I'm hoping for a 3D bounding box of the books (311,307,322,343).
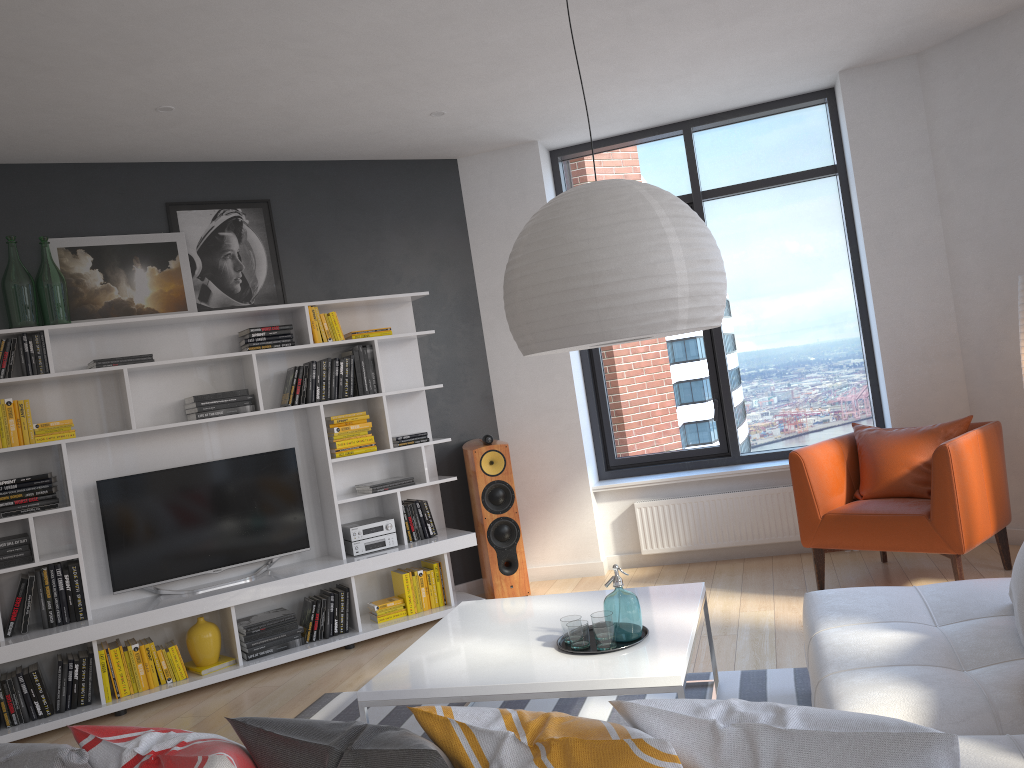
[{"bbox_3d":[-1.219,-0.349,5.414,0.041,0.224,0.163,-9,0,-31],"label":"books"}]

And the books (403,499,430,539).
[{"bbox_3d":[-0.610,0.861,5.669,0.066,0.255,0.193,-9,0,-29],"label":"books"}]

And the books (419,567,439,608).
[{"bbox_3d":[-0.524,1.281,5.599,0.024,0.234,0.172,-9,0,-29],"label":"books"}]

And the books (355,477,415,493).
[{"bbox_3d":[-0.806,0.638,5.610,0.310,0.047,0.250,-9,0,-34],"label":"books"}]

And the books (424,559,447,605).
[{"bbox_3d":[-0.485,1.257,5.639,0.025,0.270,0.213,-9,0,-29],"label":"books"}]

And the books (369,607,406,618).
[{"bbox_3d":[-0.766,1.397,5.453,0.196,0.011,0.148,-9,0,-29],"label":"books"}]

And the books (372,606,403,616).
[{"bbox_3d":[-0.764,1.383,5.433,0.169,0.018,0.113,-9,0,-28],"label":"books"}]

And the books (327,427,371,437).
[{"bbox_3d":[-1.023,0.301,5.543,0.239,0.019,0.171,-9,0,-29],"label":"books"}]

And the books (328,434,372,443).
[{"bbox_3d":[-1.021,0.338,5.544,0.251,0.014,0.189,-9,0,-26],"label":"books"}]

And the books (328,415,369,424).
[{"bbox_3d":[-1.022,0.223,5.545,0.223,0.023,0.163,-9,0,-25],"label":"books"}]

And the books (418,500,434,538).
[{"bbox_3d":[-0.579,0.862,5.677,0.066,0.242,0.177,-9,0,-29],"label":"books"}]

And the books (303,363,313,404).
[{"bbox_3d":[-1.244,0.002,5.375,0.069,0.242,0.172,-9,0,-28],"label":"books"}]

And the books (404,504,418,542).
[{"bbox_3d":[-0.675,0.879,5.636,0.053,0.240,0.189,-9,0,-29],"label":"books"}]

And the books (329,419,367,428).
[{"bbox_3d":[-1.027,0.247,5.545,0.227,0.022,0.160,-9,0,-13],"label":"books"}]

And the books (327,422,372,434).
[{"bbox_3d":[-1.017,0.274,5.546,0.239,0.033,0.176,-9,0,-26],"label":"books"}]

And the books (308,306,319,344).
[{"bbox_3d":[-1.230,-0.350,5.387,0.041,0.229,0.161,-9,0,-30],"label":"books"}]

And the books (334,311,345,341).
[{"bbox_3d":[-1.085,-0.350,5.477,0.044,0.184,0.142,-9,0,-28],"label":"books"}]

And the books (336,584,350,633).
[{"bbox_3d":[-1.019,1.345,5.326,0.066,0.260,0.197,-9,0,-29],"label":"books"}]

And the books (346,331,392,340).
[{"bbox_3d":[-0.907,-0.297,5.608,0.257,0.028,0.194,-9,0,-24],"label":"books"}]

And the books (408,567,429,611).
[{"bbox_3d":[-0.593,1.283,5.559,0.035,0.250,0.185,-9,0,-29],"label":"books"}]

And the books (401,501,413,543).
[{"bbox_3d":[-0.707,0.868,5.623,0.053,0.268,0.202,-9,0,-29],"label":"books"}]

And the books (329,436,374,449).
[{"bbox_3d":[-1.008,0.365,5.533,0.243,0.042,0.189,-9,0,-29],"label":"books"}]

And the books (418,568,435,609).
[{"bbox_3d":[-0.545,1.284,5.583,0.024,0.234,0.172,-9,0,-29],"label":"books"}]

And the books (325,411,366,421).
[{"bbox_3d":[-1.045,0.202,5.560,0.223,0.023,0.163,-9,0,-25],"label":"books"}]

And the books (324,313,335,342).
[{"bbox_3d":[-1.135,-0.339,5.436,0.044,0.178,0.128,-9,0,-29],"label":"books"}]

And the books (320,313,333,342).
[{"bbox_3d":[-1.156,-0.336,5.432,0.054,0.180,0.132,-9,0,-29],"label":"books"}]

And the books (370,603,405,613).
[{"bbox_3d":[-0.768,1.368,5.449,0.187,0.014,0.134,-9,0,-29],"label":"books"}]

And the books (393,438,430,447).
[{"bbox_3d":[-0.654,0.373,5.663,0.213,0.023,0.161,-9,0,-26],"label":"books"}]

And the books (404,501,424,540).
[{"bbox_3d":[-0.628,0.869,5.645,0.050,0.242,0.169,-9,0,-30],"label":"books"}]

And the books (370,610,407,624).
[{"bbox_3d":[-0.762,1.420,5.449,0.190,0.033,0.147,-9,0,-29],"label":"books"}]

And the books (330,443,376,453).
[{"bbox_3d":[-1.001,0.398,5.528,0.257,0.024,0.203,-9,0,-26],"label":"books"}]

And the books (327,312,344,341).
[{"bbox_3d":[-1.101,-0.347,5.459,0.064,0.184,0.141,-9,0,-28],"label":"books"}]

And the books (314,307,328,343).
[{"bbox_3d":[-1.197,-0.353,5.436,0.054,0.224,0.164,-9,0,-30],"label":"books"}]

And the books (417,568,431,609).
[{"bbox_3d":[-0.568,1.285,5.575,0.023,0.239,0.169,-9,0,-29],"label":"books"}]

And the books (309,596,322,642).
[{"bbox_3d":[-1.179,1.384,5.236,0.096,0.234,0.187,-9,0,-29],"label":"books"}]

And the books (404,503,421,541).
[{"bbox_3d":[-0.651,0.877,5.641,0.049,0.236,0.170,-9,0,-29],"label":"books"}]

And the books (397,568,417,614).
[{"bbox_3d":[-0.653,1.288,5.531,0.015,0.263,0.199,-9,0,-29],"label":"books"}]

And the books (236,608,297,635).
[{"bbox_3d":[-1.439,1.377,5.147,0.310,0.047,0.250,-9,0,-34],"label":"books"}]

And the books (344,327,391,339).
[{"bbox_3d":[-0.918,-0.322,5.614,0.257,0.024,0.203,-9,0,-26],"label":"books"}]

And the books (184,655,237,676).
[{"bbox_3d":[-1.695,1.564,4.950,0.204,0.029,0.270,-9,0,-44],"label":"books"}]

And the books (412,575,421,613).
[{"bbox_3d":[-0.625,1.301,5.521,0.024,0.229,0.156,-9,0,-29],"label":"books"}]

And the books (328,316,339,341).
[{"bbox_3d":[-1.113,-0.333,5.435,0.046,0.161,0.108,-9,0,-30],"label":"books"}]

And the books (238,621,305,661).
[{"bbox_3d":[-1.410,1.466,5.132,0.343,0.137,0.277,-9,0,-34],"label":"books"}]

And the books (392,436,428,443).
[{"bbox_3d":[-0.659,0.355,5.664,0.198,0.015,0.142,-9,0,-31],"label":"books"}]

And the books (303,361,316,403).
[{"bbox_3d":[-1.238,-0.007,5.409,0.075,0.254,0.192,-9,0,-30],"label":"books"}]

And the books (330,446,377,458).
[{"bbox_3d":[-0.991,0.422,5.522,0.257,0.028,0.194,-9,0,-24],"label":"books"}]

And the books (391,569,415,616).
[{"bbox_3d":[-0.678,1.294,5.514,0.044,0.255,0.198,-9,0,-29],"label":"books"}]

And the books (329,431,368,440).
[{"bbox_3d":[-1.022,0.321,5.522,0.217,0.023,0.145,-9,0,-25],"label":"books"}]

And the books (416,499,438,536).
[{"bbox_3d":[-0.565,0.864,5.721,0.077,0.233,0.179,-9,0,-29],"label":"books"}]

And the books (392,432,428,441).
[{"bbox_3d":[-0.667,0.337,5.679,0.213,0.023,0.161,-9,0,-26],"label":"books"}]

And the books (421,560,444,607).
[{"bbox_3d":[-0.504,1.260,5.618,0.029,0.270,0.204,-9,0,-29],"label":"books"}]

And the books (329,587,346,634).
[{"bbox_3d":[-1.047,1.354,5.309,0.084,0.249,0.191,-9,0,-29],"label":"books"}]

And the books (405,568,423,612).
[{"bbox_3d":[-0.617,1.287,5.548,0.019,0.251,0.180,-9,0,-29],"label":"books"}]

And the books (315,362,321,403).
[{"bbox_3d":[-1.210,-0.004,5.416,0.068,0.243,0.179,-9,0,-30],"label":"books"}]

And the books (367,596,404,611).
[{"bbox_3d":[-0.780,1.350,5.458,0.186,0.026,0.138,-9,0,-29],"label":"books"}]
